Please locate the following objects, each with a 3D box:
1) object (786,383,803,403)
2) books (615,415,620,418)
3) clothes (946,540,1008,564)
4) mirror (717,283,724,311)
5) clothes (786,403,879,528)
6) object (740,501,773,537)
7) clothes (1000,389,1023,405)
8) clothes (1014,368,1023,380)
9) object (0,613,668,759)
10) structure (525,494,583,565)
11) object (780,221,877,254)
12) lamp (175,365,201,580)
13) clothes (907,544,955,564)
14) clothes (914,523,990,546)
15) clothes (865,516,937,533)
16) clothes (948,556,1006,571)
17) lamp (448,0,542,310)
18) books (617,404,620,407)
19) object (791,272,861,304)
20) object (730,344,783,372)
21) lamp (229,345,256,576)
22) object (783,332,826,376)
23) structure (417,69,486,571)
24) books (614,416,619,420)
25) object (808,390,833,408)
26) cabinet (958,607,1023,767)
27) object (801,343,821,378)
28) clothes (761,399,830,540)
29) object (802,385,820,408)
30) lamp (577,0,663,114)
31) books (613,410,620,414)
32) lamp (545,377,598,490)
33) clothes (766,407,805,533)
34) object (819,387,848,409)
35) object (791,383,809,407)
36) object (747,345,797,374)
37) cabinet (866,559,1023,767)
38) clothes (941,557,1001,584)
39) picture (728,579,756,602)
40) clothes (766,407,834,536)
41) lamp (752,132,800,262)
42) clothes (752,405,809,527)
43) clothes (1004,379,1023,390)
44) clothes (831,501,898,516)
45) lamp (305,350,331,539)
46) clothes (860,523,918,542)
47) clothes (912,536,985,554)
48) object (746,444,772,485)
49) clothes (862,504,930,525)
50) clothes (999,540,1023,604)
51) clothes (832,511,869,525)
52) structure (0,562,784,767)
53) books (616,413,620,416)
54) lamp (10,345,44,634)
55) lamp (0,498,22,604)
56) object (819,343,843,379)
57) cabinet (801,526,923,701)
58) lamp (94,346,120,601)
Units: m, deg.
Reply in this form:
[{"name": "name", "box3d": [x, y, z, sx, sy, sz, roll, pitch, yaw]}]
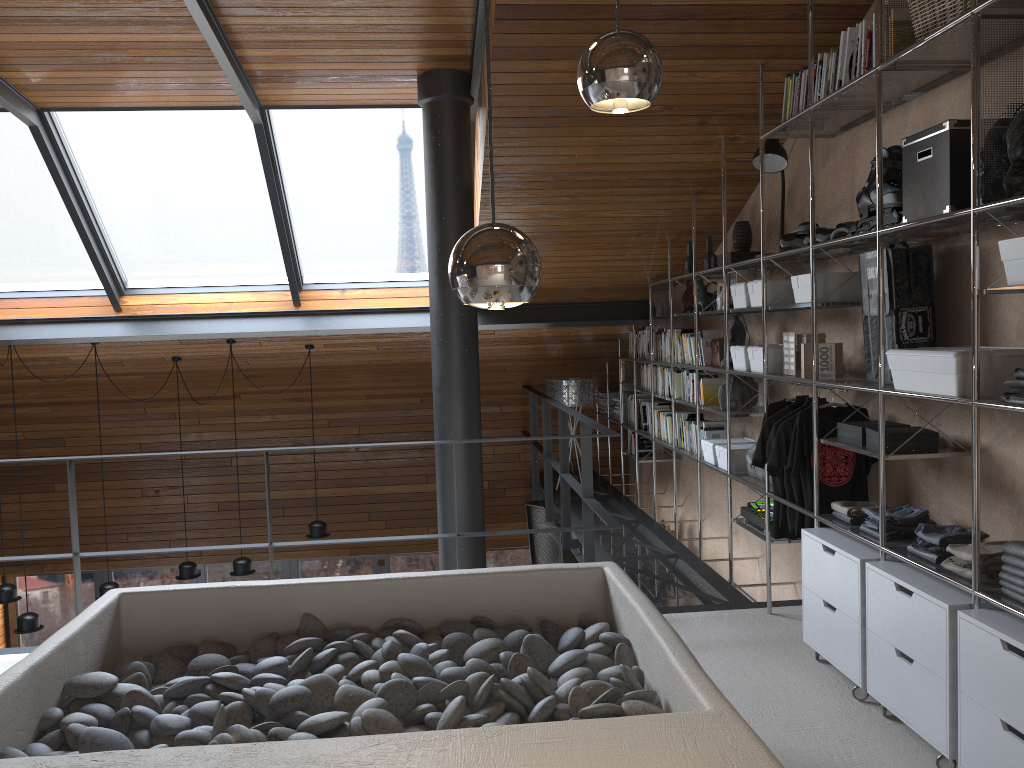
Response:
[{"name": "object", "box3d": [1.390, 0.048, 4.297, 0.283, 0.118, 0.016, -2, 3, -5]}, {"name": "books", "box3d": [1.083, 0.294, 8.166, 0.234, 0.016, 0.182, -2, 3, -10]}, {"name": "clothes", "box3d": [1.539, 0.536, 2.844, 0.212, 0.047, 0.187, -2, 3, -5]}, {"name": "mirror", "box3d": [1.307, -0.528, 5.357, 0.069, 0.168, 0.130, -4, 4, -35]}, {"name": "clothes", "box3d": [1.434, 0.430, 3.944, 0.424, 0.689, 0.090, -2, 3, -6]}, {"name": "object", "box3d": [1.424, 0.704, 4.684, 0.320, 0.114, 0.404, -2, 3, -5]}, {"name": "clothes", "box3d": [1.569, 0.032, 2.569, 0.243, 0.045, 0.208, -2, 3, -6]}, {"name": "clothes", "box3d": [1.579, -0.022, 2.555, 0.200, 0.052, 0.194, -2, 3, -4]}, {"name": "object", "box3d": [-0.465, 0.927, 2.517, 1.842, 0.246, 1.436, -2, 3, -5]}, {"name": "structure", "box3d": [0.470, 1.489, 8.800, 0.461, 0.735, 0.488, 1, 5, 45]}, {"name": "object", "box3d": [1.410, -0.677, 3.962, 0.286, 0.141, 0.657, -3, 3, -12]}, {"name": "lamp", "box3d": [-2.794, 0.644, 7.504, 0.210, 2.002, 0.210, 0, 4, 32]}, {"name": "clothes", "box3d": [1.539, 0.578, 3.101, 0.242, 0.048, 0.207, -2, 3, -8]}, {"name": "clothes", "box3d": [1.537, 0.523, 3.089, 0.204, 0.049, 0.184, -2, 3, -6]}, {"name": "clothes", "box3d": [1.492, 0.537, 3.431, 0.215, 0.047, 0.191, -2, 3, -5]}, {"name": "clothes", "box3d": [1.533, 0.563, 2.834, 0.229, 0.052, 0.199, -2, 3, -2]}, {"name": "lamp", "box3d": [-0.053, -1.000, 1.344, 0.146, 1.771, 0.146, -1, 3, 20]}, {"name": "books", "box3d": [1.093, 0.195, 8.163, 0.213, 0.017, 0.167, -2, 3, -10]}, {"name": "object", "box3d": [1.418, -0.425, 3.931, 0.290, 0.124, 0.222, -2, 3, -5]}, {"name": "object", "box3d": [1.349, -0.142, 4.767, 0.295, 0.136, 0.228, -2, 3, -5]}, {"name": "lamp", "box3d": [-2.242, 0.596, 7.224, 0.210, 1.911, 0.210, 0, 4, 32]}, {"name": "object", "box3d": [1.402, -0.146, 4.240, 0.142, 0.205, 0.196, -2, 3, -7]}, {"name": "structure", "box3d": [-0.275, 1.046, 5.074, 1.197, 5.700, 1.689, -2, 3, -5]}, {"name": "books", "box3d": [1.076, 0.309, 8.182, 0.234, 0.016, 0.182, -2, 3, -5]}, {"name": "object", "box3d": [1.410, 0.102, 4.065, 0.387, 0.197, 0.009, -2, 3, -9]}, {"name": "cabinet", "box3d": [1.595, 0.971, 2.457, 0.435, 0.561, 0.527, -2, 3, -5]}, {"name": "object", "box3d": [1.355, -0.106, 4.019, 0.074, 0.156, 0.078, -1, 3, 10]}, {"name": "clothes", "box3d": [1.400, 0.410, 4.310, 0.424, 0.689, 0.090, -2, 3, -6]}, {"name": "object", "box3d": [1.404, 0.099, 4.130, 0.387, 0.197, 0.009, -2, 3, -9]}, {"name": "lamp", "box3d": [0.162, -1.203, 1.481, 0.146, 1.474, 0.146, 0, 4, 26]}, {"name": "books", "box3d": [1.080, 0.250, 8.166, 0.240, 0.028, 0.180, -3, 4, -15]}, {"name": "lamp", "box3d": [0.556, 0.452, 8.080, 0.475, 1.002, 0.475, -1, 3, 19]}, {"name": "clothes", "box3d": [1.429, 0.396, 4.148, 0.488, 0.586, 0.074, -3, 3, -12]}, {"name": "object", "box3d": [1.424, 0.068, 3.931, 0.283, 0.118, 0.016, -2, 3, -5]}, {"name": "object", "box3d": [1.393, 0.092, 4.252, 0.387, 0.197, 0.009, -2, 3, -9]}, {"name": "object", "box3d": [1.373, -0.127, 4.503, 0.295, 0.136, 0.228, -2, 3, -5]}, {"name": "cabinet", "box3d": [1.544, 0.939, 3.026, 0.435, 0.561, 0.527, -2, 3, -5]}, {"name": "clothes", "box3d": [1.550, 0.591, 2.854, 0.238, 0.053, 0.212, -2, 3, -7]}, {"name": "picture", "box3d": [1.513, 1.796, 5.897, 0.090, 0.863, 0.530, -2, 3, -5]}, {"name": "clothes", "box3d": [1.404, 0.401, 4.080, 0.488, 0.586, 0.074, -3, 3, -12]}, {"name": "lamp", "box3d": [1.353, -0.973, 4.583, 0.322, 0.660, 0.233, -5, 4, -42]}, {"name": "clothes", "box3d": [1.387, 0.390, 4.267, 0.488, 0.586, 0.074, -3, 3, -12]}, {"name": "clothes", "box3d": [1.586, 0.008, 2.573, 0.215, 0.047, 0.191, -2, 3, -6]}, {"name": "clothes", "box3d": [1.471, 0.516, 3.694, 0.221, 0.050, 0.196, -2, 3, -3]}, {"name": "lamp", "box3d": [-1.661, 0.499, 7.430, 0.210, 1.565, 0.210, 0, 4, 32]}, {"name": "clothes", "box3d": [1.510, 0.562, 3.437, 0.243, 0.045, 0.208, -2, 3, -5]}, {"name": "clothes", "box3d": [1.521, 0.553, 3.092, 0.203, 0.053, 0.198, -2, 3, -1]}, {"name": "object", "box3d": [1.375, 0.391, 4.685, 0.166, 0.247, 0.376, -2, 3, -7]}, {"name": "clothes", "box3d": [1.497, 0.506, 3.445, 0.200, 0.052, 0.194, -2, 3, -4]}, {"name": "clothes", "box3d": [1.551, 0.548, 2.567, 0.184, 0.172, 0.201, -2, 3, -3]}, {"name": "clothes", "box3d": [1.486, 0.547, 3.699, 0.248, 0.043, 0.190, -2, 3, 4]}, {"name": "structure", "box3d": [-1.756, 0.840, 1.835, 4.614, 1.120, 2.634, -2, 3, -5]}, {"name": "books", "box3d": [1.084, 0.275, 8.169, 0.221, 0.021, 0.174, -2, 3, -5]}, {"name": "lamp", "box3d": [-3.715, 0.735, 6.686, 0.210, 2.273, 0.210, 0, 4, 32]}, {"name": "lamp", "box3d": [-3.954, 0.662, 6.821, 0.210, 2.036, 0.210, 0, 4, 32]}, {"name": "object", "box3d": [1.414, -0.103, 3.930, 0.074, 0.156, 0.078, 1, 5, 44]}, {"name": "cabinet", "box3d": [1.489, 0.907, 3.581, 0.435, 0.561, 0.527, -2, 3, -5]}, {"name": "lamp", "box3d": [-3.257, 0.701, 7.052, 0.210, 2.034, 0.210, 0, 4, 32]}]
